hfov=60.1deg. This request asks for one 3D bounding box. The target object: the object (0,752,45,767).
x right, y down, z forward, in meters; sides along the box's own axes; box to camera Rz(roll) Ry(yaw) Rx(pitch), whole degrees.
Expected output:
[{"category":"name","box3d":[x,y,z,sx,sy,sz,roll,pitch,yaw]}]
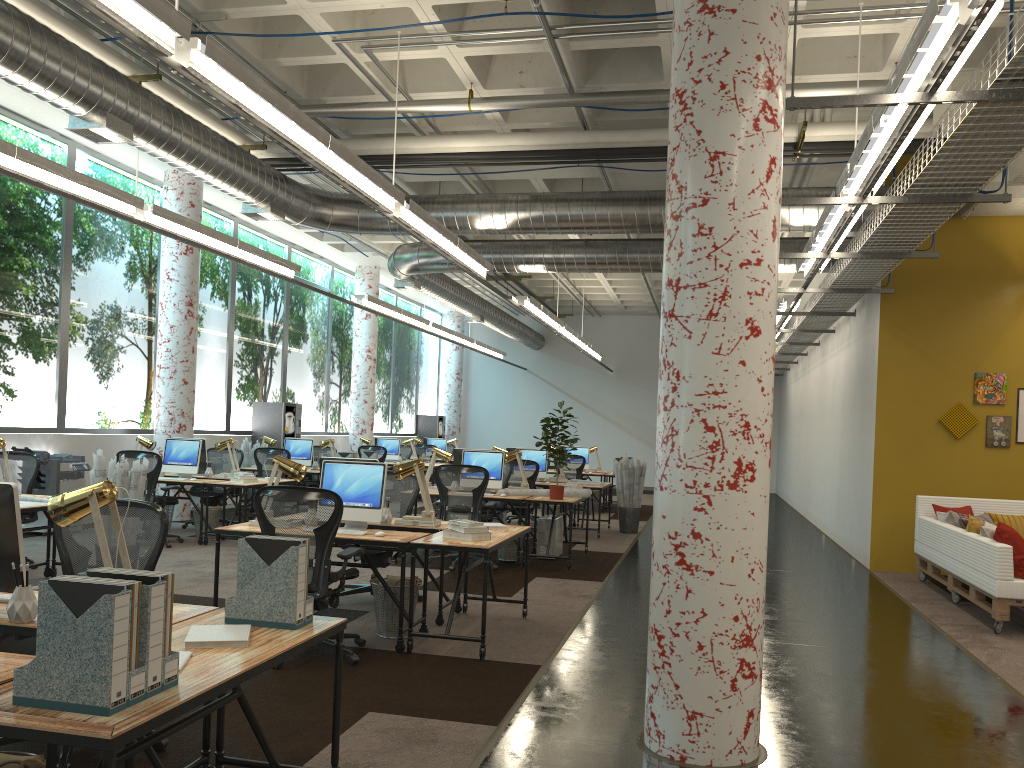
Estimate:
[{"category":"object","box3d":[-1.587,1.351,2.752,0.235,0.403,0.120,2,0,13]}]

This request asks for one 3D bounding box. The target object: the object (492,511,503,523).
[{"category":"object","box3d":[-0.241,1.972,13.573,0.235,0.403,0.120,2,0,13]}]

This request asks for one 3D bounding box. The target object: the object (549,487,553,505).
[{"category":"object","box3d":[0.716,2.213,17.437,0.235,0.403,0.120,2,0,13]}]

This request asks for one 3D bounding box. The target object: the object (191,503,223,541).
[{"category":"object","box3d":[-3.712,1.673,10.757,0.358,0.435,0.353,2,-1,9]}]

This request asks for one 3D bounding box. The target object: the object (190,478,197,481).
[{"category":"object","box3d":[-3.774,1.133,10.498,0.059,0.029,0.106,2,-3,13]}]

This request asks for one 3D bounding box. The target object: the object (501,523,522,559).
[{"category":"object","box3d":[-0.010,1.773,10.016,0.235,0.403,0.120,2,0,13]}]

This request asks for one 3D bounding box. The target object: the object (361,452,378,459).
[{"category":"object","box3d":[-2.321,1.261,14.409,0.280,0.302,0.150,2,-1,13]}]

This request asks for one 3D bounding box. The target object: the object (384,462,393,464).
[{"category":"object","box3d":[-2.556,1.556,17.519,0.438,0.017,0.119,2,-3,13]}]

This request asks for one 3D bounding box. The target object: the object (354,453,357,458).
[{"category":"object","box3d":[-2.508,1.209,13.566,0.280,0.302,0.150,2,-1,13]}]

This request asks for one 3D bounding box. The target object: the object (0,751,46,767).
[{"category":"object","box3d":[-1.608,1.333,2.676,0.358,0.435,0.353,2,-1,9]}]

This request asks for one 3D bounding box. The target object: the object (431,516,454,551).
[{"category":"object","box3d":[-0.829,1.756,10.575,0.358,0.435,0.353,2,-1,9]}]

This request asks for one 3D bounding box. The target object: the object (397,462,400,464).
[{"category":"object","box3d":[-2.237,1.558,17.441,0.059,0.029,0.106,2,-3,13]}]

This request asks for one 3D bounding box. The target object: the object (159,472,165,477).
[{"category":"object","box3d":[-4.333,1.044,10.920,0.101,0.209,0.101,3,-1,-32]}]

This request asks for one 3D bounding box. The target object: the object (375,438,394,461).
[{"category":"object","box3d":[-2.614,1.362,18.303,0.483,0.485,0.190,2,0,13]}]

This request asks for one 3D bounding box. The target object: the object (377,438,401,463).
[{"category":"object","box3d":[-2.473,1.337,17.730,0.483,0.485,0.190,2,0,13]}]

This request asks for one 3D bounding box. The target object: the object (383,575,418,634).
[{"category":"object","box3d":[-0.803,1.569,6.308,0.235,0.403,0.120,2,0,13]}]

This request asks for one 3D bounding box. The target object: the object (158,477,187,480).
[{"category":"object","box3d":[-4.093,1.131,10.577,0.438,0.017,0.119,2,-3,13]}]

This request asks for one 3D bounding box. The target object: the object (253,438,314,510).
[{"category":"object","box3d":[-3.638,1.452,13.905,1.077,1.209,0.191,2,0,13]}]

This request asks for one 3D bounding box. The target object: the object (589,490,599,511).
[{"category":"object","box3d":[1.558,2.221,16.954,0.235,0.403,0.120,2,0,13]}]

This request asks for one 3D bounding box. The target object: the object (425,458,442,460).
[{"category":"object","box3d":[-1.853,1.751,20.690,0.438,0.017,0.119,2,-3,13]}]

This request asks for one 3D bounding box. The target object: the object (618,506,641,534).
[{"category":"object","box3d":[1.777,2.061,13.425,0.353,0.398,0.353,3,-2,-32]}]

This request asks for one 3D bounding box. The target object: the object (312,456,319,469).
[{"category":"object","box3d":[-3.165,1.267,14.279,0.101,0.209,0.101,3,-1,-32]}]

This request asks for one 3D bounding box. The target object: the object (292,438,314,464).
[{"category":"object","box3d":[-3.476,1.123,14.411,0.483,0.485,0.190,2,0,13]}]

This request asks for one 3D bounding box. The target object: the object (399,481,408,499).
[{"category":"object","box3d":[-2.153,2.117,17.775,0.235,0.403,0.120,2,0,13]}]

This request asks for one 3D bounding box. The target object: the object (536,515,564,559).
[{"category":"object","box3d":[0.453,1.793,10.430,0.221,0.455,0.542,2,-2,13]}]

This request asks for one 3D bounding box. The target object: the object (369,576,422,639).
[{"category":"object","box3d":[-0.824,1.550,6.233,0.358,0.435,0.353,2,-1,9]}]

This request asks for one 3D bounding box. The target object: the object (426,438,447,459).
[{"category":"object","box3d":[-1.771,1.532,20.901,0.483,0.485,0.190,2,0,13]}]

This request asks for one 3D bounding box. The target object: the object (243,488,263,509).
[{"category":"object","box3d":[-4.312,1.888,14.759,0.353,0.398,0.353,1,-2,32]}]

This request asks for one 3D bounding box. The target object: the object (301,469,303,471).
[{"category":"object","box3d":[-3.417,1.318,13.627,0.438,0.017,0.119,2,-3,13]}]

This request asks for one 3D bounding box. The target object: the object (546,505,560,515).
[{"category":"object","box3d":[0.601,1.980,13.089,0.235,0.403,0.120,2,0,13]}]

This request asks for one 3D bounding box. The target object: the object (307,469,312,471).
[{"category":"object","box3d":[-3.099,1.320,13.549,0.059,0.029,0.106,2,-3,13]}]

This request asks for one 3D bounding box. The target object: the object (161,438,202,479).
[{"category":"object","box3d":[-4.010,0.912,10.788,0.483,0.485,0.190,2,0,13]}]

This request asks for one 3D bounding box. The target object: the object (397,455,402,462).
[{"category":"object","box3d":[-2.303,1.505,18.171,0.101,0.209,0.101,3,-1,-32]}]

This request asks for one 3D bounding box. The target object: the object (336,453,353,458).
[{"category":"object","box3d":[-2.540,1.200,13.422,0.280,0.302,0.150,2,-1,13]}]

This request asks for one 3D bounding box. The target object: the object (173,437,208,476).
[{"category":"object","box3d":[-4.151,0.936,11.360,0.483,0.485,0.190,2,0,13]}]

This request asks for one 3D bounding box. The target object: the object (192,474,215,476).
[{"category":"object","box3d":[-4.088,1.183,11.572,0.438,0.017,0.119,2,-3,13]}]

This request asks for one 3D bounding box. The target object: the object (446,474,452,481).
[{"category":"object","box3d":[-1.451,2.311,20.947,0.235,0.403,0.120,2,0,13]}]

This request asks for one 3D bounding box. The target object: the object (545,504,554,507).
[{"category":"object","box3d":[0.739,2.205,17.513,0.358,0.435,0.353,2,-1,9]}]

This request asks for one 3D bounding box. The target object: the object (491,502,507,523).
[{"category":"object","box3d":[-0.218,1.964,13.649,0.358,0.435,0.353,2,-1,9]}]

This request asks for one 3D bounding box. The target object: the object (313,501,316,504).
[{"category":"object","box3d":[-3.015,1.878,13.884,0.235,0.403,0.120,2,0,13]}]

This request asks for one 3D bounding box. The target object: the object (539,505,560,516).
[{"category":"object","box3d":[0.580,1.962,13.014,0.358,0.435,0.353,2,-1,9]}]

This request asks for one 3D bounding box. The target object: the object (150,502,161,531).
[{"category":"object","box3d":[-4.532,1.683,11.317,0.235,0.403,0.120,2,0,13]}]

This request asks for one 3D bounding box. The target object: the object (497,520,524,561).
[{"category":"object","box3d":[-0.031,1.755,9.940,0.358,0.435,0.353,2,-1,9]}]

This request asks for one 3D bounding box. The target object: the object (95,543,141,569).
[{"category":"object","box3d":[-3.333,1.545,7.474,0.353,0.398,0.353,3,-2,-33]}]

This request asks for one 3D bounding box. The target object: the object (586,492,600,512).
[{"category":"object","box3d":[1.537,2.203,16.878,0.358,0.435,0.353,2,-1,9]}]

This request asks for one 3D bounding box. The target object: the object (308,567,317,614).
[{"category":"object","box3d":[-1.622,1.552,6.868,0.358,0.435,0.353,2,-1,9]}]

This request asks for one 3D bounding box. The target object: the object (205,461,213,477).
[{"category":"object","box3d":[-3.840,1.080,11.229,0.101,0.209,0.101,3,-1,-32]}]

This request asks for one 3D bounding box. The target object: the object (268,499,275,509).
[{"category":"object","box3d":[-3.857,1.870,14.367,0.235,0.403,0.120,2,0,13]}]
